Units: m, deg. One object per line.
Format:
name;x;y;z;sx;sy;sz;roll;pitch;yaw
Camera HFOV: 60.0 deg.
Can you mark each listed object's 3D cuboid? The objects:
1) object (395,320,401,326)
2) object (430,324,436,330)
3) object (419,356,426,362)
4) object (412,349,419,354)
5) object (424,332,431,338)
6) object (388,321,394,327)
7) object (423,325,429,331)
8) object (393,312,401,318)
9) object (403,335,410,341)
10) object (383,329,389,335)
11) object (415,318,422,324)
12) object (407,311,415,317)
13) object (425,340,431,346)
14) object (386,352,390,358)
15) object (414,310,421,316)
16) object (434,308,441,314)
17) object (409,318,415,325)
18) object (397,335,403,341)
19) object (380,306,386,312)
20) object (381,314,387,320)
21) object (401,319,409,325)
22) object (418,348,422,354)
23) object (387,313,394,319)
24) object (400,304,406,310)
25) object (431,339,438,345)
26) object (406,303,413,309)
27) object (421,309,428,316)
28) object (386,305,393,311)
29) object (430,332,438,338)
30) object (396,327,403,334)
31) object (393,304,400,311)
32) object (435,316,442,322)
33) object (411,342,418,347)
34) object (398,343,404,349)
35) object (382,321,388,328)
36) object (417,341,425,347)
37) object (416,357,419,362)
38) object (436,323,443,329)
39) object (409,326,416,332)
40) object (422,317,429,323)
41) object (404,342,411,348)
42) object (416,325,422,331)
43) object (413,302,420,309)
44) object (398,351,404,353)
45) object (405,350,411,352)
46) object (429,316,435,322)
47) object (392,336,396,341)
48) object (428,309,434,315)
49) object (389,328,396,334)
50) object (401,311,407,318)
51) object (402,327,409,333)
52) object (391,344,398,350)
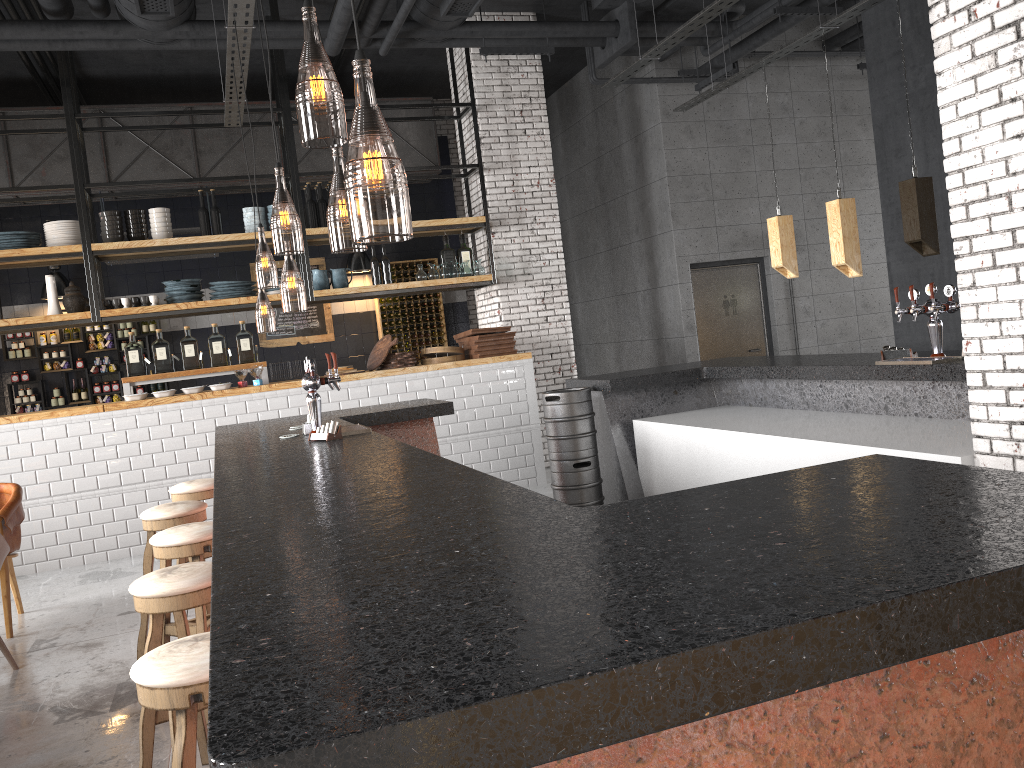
object;-1.544;-0.830;12.030;0.079;0.079;0.283;-7;3;-18
object;-1.088;-0.786;12.182;0.079;0.079;0.283;-7;3;-18
object;-1.209;-0.344;12.112;0.079;0.079;0.281;-7;3;-18
object;-1.312;-0.437;12.088;0.079;0.079;0.281;-7;3;-18
object;-1.159;-0.669;12.140;0.079;0.079;0.281;-7;3;-18
object;-1.635;-0.818;12.005;0.079;0.079;0.283;-7;3;-18
object;-1.172;-0.774;12.138;0.079;0.079;0.283;-7;3;-18
object;-1.546;-0.934;11.994;0.079;0.079;0.283;-7;3;-18
object;-1.432;-0.634;12.070;0.079;0.079;0.281;-7;3;-18
object;-1.698;-0.702;11.938;0.079;0.079;0.283;-7;3;-18
object;-1.278;-0.866;12.120;0.079;0.079;0.283;-7;3;-18
object;-1.367;-0.958;12.050;0.079;0.079;0.283;-7;3;-18
object;-1.153;-0.565;12.163;0.079;0.079;0.281;-7;3;-18
object;-1.668;-0.389;11.969;0.079;0.079;0.281;-7;3;-18
object;-1.285;-0.970;12.102;0.079;0.079;0.283;-7;3;-18
object;-1.025;-1.006;12.210;0.079;0.079;0.283;-7;3;-18
object;-1.356;-0.854;12.057;0.079;0.079;0.283;-7;3;-18
object;-1.515;-0.622;12.021;0.079;0.079;0.281;-7;3;-18
object;-1.739;-1.015;11.941;0.079;0.079;0.283;-7;3;-18
object;-1.735;-0.911;11.968;0.079;0.079;0.283;-7;3;-18
object;-1.443;-0.842;12.024;0.079;0.079;0.283;-7;3;-18
object;-1.228;-0.449;12.132;0.079;0.079;0.281;-7;3;-18
object;-1.641;-0.922;11.983;0.079;0.079;0.283;-7;3;-18
object;-1.481;-1.051;12.058;0.079;0.079;0.283;-7;3;-18
object;-1.063;-0.577;12.188;0.079;0.079;0.281;-7;3;-18
object;-1.391;-1.063;12.083;0.079;0.079;0.283;-7;3;-18
object;-1.190;-0.982;12.113;0.079;0.079;0.283;-7;3;-18
object;-1.646;-1.027;11.958;0.079;0.079;0.283;-7;3;-18
object;-1.063;-0.681;12.148;0.079;0.079;0.281;-7;3;-18
object;-1.525;-0.726;12.011;0.079;0.079;0.283;-7;3;-18
object;-1.564;-1.039;12.009;0.079;0.079;0.283;-7;3;-18
object;-1.006;-0.902;12.194;0.079;0.079;0.283;-7;3;-18
object;-1.322;-0.541;12.076;0.079;0.079;0.281;-7;3;-18
object;-1.508;-0.517;12.040;0.079;0.079;0.281;-7;3;-18
object;-1.717;-0.806;11.956;0.079;0.079;0.283;-7;3;-18
object;-1.236;-0.553;12.114;0.079;0.079;0.281;-7;3;-18
object;-1.293;-0.332;12.069;0.079;0.079;0.281;-7;3;-18
object;-0.988;-0.797;12.179;0.079;0.079;0.283;-7;3;-18
object;-1.350;-0.750;12.079;0.079;0.079;0.283;-7;3;-18
object;-1.177;-0.878;12.113;0.079;0.079;0.283;-7;3;-18
object;-1.407;-0.529;12.032;0.079;0.079;0.281;-7;3;-18
object;-1.267;-0.762;12.127;0.079;0.079;0.283;-7;3;-18
object;-1.302;-1.075;12.114;0.079;0.079;0.283;-7;3;-18
object;-1.491;-0.413;12.028;0.079;0.079;0.281;-7;3;-18
object;-1.396;-0.425;12.039;0.079;0.079;0.281;-7;3;-18
object;-1.100;-0.890;12.180;0.079;0.079;0.283;-7;3;-18
object;-1.598;-0.609;11.974;0.079;0.079;0.281;-7;3;-18
object;-1.107;-0.994;12.161;0.079;0.079;0.283;-7;3;-18
object;-1.616;-0.714;11.989;0.079;0.079;0.283;-7;3;-18
object;-1.463;-0.946;12.042;0.079;0.079;0.283;-7;3;-18
object;-1.439;-0.738;12.049;0.079;0.079;0.283;-7;3;-18
object;-1.584;-0.505;11.973;0.079;0.079;0.281;-7;3;-18
